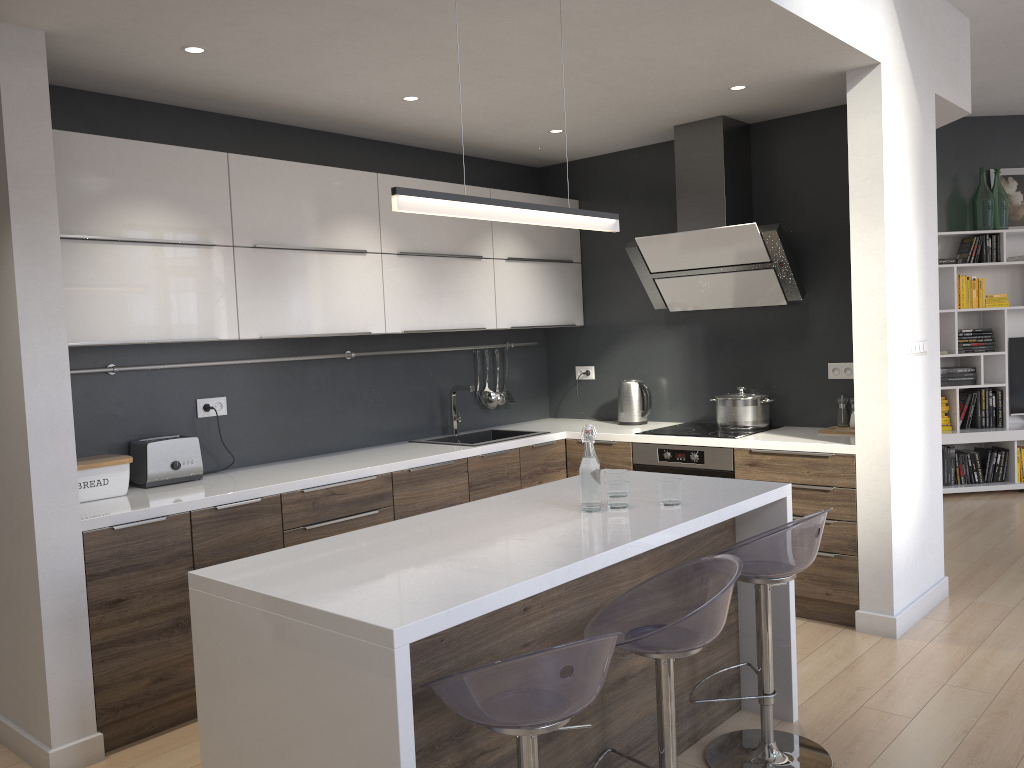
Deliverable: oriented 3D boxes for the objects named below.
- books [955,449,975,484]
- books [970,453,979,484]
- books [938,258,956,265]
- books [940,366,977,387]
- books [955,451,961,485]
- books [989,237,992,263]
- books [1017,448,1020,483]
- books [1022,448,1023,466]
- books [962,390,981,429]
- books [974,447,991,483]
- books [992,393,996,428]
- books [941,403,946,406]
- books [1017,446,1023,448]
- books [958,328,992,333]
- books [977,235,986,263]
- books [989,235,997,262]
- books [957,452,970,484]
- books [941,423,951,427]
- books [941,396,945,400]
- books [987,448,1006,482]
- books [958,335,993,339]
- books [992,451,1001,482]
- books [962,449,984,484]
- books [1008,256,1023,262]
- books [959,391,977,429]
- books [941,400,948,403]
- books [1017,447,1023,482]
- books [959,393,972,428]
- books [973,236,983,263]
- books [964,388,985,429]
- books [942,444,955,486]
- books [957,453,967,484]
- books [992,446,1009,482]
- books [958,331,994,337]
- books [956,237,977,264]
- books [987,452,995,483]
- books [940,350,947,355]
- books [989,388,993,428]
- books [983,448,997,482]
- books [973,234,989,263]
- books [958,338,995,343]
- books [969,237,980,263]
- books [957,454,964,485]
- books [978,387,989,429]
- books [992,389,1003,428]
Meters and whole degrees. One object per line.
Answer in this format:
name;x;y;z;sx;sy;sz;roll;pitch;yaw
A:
books;3.584;0.654;7.033;0.066;0.255;0.193;-3;3;-4
books;3.615;0.659;7.027;0.066;0.242;0.177;-3;3;-4
books;3.319;-0.956;7.008;0.268;0.046;0.208;-3;3;0
books;3.485;-0.061;7.108;0.343;0.137;0.277;-3;3;-3
books;3.476;0.652;7.033;0.053;0.268;0.202;-3;3;-4
books;3.753;-1.055;7.039;0.021;0.200;0.147;-3;3;-3
books;3.942;0.629;7.013;0.029;0.270;0.204;-3;3;-3
books;4.015;0.631;7.045;0.066;0.258;0.198;-3;3;-3
books;3.685;0.202;7.111;0.028;0.301;0.213;-3;3;-3
books;3.728;0.643;7.058;0.066;0.260;0.197;-3;3;-3
books;3.813;0.207;7.121;0.028;0.272;0.200;-3;3;-3
books;3.329;0.164;7.116;0.238;0.023;0.167;-2;3;12
books;4.045;0.626;7.045;0.038;0.267;0.202;-3;3;-3
books;3.659;-0.426;7.070;0.246;0.026;0.180;-2;3;4
books;3.704;-1.061;7.036;0.021;0.221;0.156;-3;3;-3
books;3.782;-1.064;7.042;0.038;0.218;0.169;-3;3;-3
books;3.556;0.661;7.020;0.050;0.242;0.169;-3;3;-4
books;3.332;0.325;7.108;0.269;0.025;0.213;-3;3;0
books;3.324;0.115;7.133;0.234;0.024;0.171;-3;3;1
books;3.839;0.642;7.060;0.084;0.249;0.191;-3;3;-3
books;3.656;-0.373;7.080;0.264;0.020;0.189;-3;3;0
books;3.801;0.647;7.046;0.071;0.243;0.179;-3;3;-4
books;3.649;0.653;7.033;0.083;0.249;0.191;-3;3;-3
books;4.175;-1.001;7.079;0.310;0.047;0.250;-3;3;-8
books;3.620;0.209;7.106;0.100;0.289;0.210;-3;3;-4
books;3.337;0.140;7.111;0.234;0.024;0.171;-3;3;1
books;3.979;0.626;7.036;0.048;0.271;0.213;-3;3;-3
books;3.567;0.213;7.121;0.142;0.284;0.232;-3;3;-4
books;3.656;-1.056;7.032;0.074;0.212;0.154;-3;3;-4
books;3.716;0.192;7.118;0.034;0.314;0.237;-3;3;-3
books;3.386;0.634;7.031;0.128;0.321;0.259;-3;3;-3
books;3.534;0.666;7.027;0.049;0.236;0.170;-3;3;-3
books;3.872;0.636;7.063;0.066;0.260;0.197;-3;3;-3
books;3.658;-0.400;7.098;0.284;0.030;0.214;-2;3;5
books;3.595;-1.053;7.035;0.096;0.213;0.166;-3;3;-5
books;3.752;0.653;7.031;0.069;0.242;0.172;-3;3;-3
books;3.289;-0.247;7.054;0.209;0.030;0.266;-3;3;-10
books;3.778;0.188;7.125;0.034;0.315;0.239;-3;3;-3
books;3.774;0.643;7.058;0.075;0.254;0.192;-3;3;-4
books;3.728;-1.068;7.042;0.025;0.232;0.176;-3;3;-3
books;3.658;-0.348;7.078;0.284;0.030;0.214;-2;3;5
books;3.627;-1.054;7.043;0.087;0.214;0.171;-3;3;-3
books;3.509;0.666;7.032;0.053;0.240;0.189;-3;3;-3
books;3.748;0.184;7.123;0.026;0.326;0.237;-3;3;-3
books;3.852;0.193;7.125;0.051;0.297;0.230;-3;3;-3
